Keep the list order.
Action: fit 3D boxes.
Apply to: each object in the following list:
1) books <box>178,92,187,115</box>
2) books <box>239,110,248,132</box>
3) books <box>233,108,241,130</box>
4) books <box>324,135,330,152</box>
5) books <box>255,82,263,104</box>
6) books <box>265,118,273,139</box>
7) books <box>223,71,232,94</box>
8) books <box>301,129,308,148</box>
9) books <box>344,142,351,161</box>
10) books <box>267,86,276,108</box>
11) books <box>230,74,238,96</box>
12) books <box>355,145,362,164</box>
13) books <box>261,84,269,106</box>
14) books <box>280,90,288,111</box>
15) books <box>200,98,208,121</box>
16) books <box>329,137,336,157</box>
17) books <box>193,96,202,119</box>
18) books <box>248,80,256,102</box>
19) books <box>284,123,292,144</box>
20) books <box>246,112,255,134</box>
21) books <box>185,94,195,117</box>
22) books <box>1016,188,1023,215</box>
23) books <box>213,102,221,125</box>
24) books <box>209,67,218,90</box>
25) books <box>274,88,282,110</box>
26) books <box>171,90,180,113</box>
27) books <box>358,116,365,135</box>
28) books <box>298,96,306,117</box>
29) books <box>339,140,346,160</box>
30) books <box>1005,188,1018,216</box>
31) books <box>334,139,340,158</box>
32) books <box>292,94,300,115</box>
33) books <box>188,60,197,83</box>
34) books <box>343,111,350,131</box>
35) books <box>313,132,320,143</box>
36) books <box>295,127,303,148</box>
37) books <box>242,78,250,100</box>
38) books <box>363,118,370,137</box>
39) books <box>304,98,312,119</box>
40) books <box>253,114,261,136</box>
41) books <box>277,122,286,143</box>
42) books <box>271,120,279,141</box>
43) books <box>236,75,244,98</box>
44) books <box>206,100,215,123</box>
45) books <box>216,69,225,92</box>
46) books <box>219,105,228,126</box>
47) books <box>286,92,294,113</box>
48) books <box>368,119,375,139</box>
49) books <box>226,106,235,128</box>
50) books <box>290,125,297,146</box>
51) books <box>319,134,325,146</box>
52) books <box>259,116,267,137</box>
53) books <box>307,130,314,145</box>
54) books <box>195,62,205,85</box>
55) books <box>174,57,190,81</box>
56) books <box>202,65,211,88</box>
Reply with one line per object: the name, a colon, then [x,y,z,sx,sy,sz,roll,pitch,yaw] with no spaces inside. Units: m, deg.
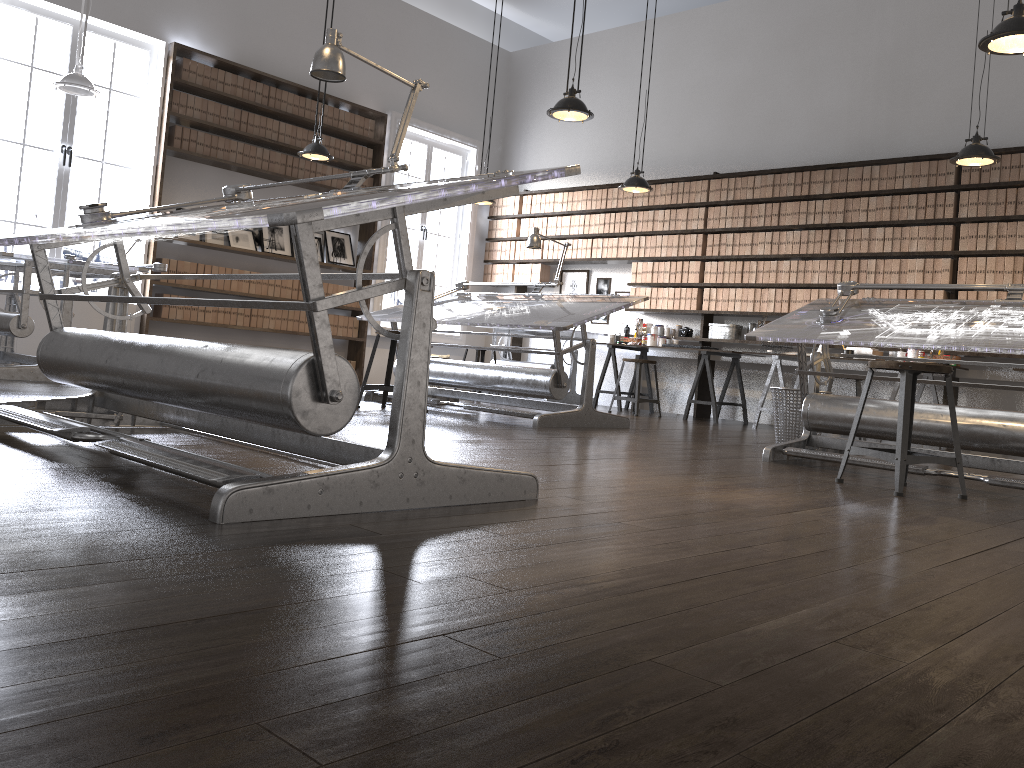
books: [-3.096,-2.580,8.220,0.175,0.226,0.066,5,-1,43]
books: [-2.668,-2.552,8.677,0.175,0.226,0.066,5,-1,43]
books: [-2.723,-2.556,8.625,0.175,0.226,0.066,5,-1,43]
books: [-2.015,-2.510,9.388,0.175,0.226,0.066,5,-1,43]
books: [-2.553,-2.864,8.781,0.175,0.226,0.066,5,-1,43]
books: [-2.481,-2.540,8.877,0.175,0.226,0.066,5,-1,43]
books: [-2.783,-2.879,8.534,0.175,0.226,0.066,5,-1,43]
books: [-2.203,-2.522,9.188,0.175,0.226,0.066,5,-1,43]
books: [-1.826,-2.498,9.588,0.175,0.226,0.066,5,-1,43]
books: [-2.454,-2.858,8.887,0.175,0.226,0.066,5,-1,43]
books: [-2.742,-2.877,8.581,0.175,0.226,0.066,5,-1,43]
books: [-1.726,-2.492,9.694,0.175,0.226,0.066,5,-1,43]
books: [-2.508,-2.862,8.836,0.175,0.226,0.066,5,-1,43]
books: [-2.358,-2.852,8.988,0.175,0.226,0.066,5,-1,43]
books: [-2.957,-2.571,8.370,0.175,0.226,0.066,5,-1,43]
books: [-1.966,-2.507,9.434,0.175,0.226,0.066,5,-1,43]
books: [-2.998,-2.574,8.323,0.175,0.226,0.066,5,-1,43]
books: [-2.604,-2.868,8.732,0.175,0.226,0.066,5,-1,43]
books: [-2.335,-2.531,9.040,0.175,0.226,0.066,5,-1,43]
books: [-2.622,-2.549,8.734,0.175,0.226,0.066,5,-1,43]
books: [-3.046,-2.577,8.269,0.175,0.226,0.066,5,-1,43]
books: [4.067,-1.429,7.028,0.067,0.226,0.174,4,-1,43]
books: [-2.867,-2.565,8.469,0.175,0.226,0.066,5,-1,43]
books: [-2.882,-2.886,8.431,0.175,0.226,0.066,5,-1,43]
books: [-2.408,-2.855,8.945,0.175,0.226,0.066,5,-1,43]
books: [-3.145,-2.583,8.170,0.175,0.226,0.066,5,-1,43]
books: [-1.703,-2.810,9.705,0.175,0.226,0.066,5,-1,43]
books: [-2.219,-2.843,9.147,0.175,0.226,0.066,5,-1,43]
books: [-1.877,-2.501,9.539,0.175,0.226,0.066,5,-1,43]
books: [4.009,-1.435,7.075,0.067,0.226,0.174,4,-1,43]
books: [-1.925,-2.505,9.487,0.175,0.226,0.066,5,-1,43]
books: [-2.267,-2.846,9.097,0.175,0.226,0.066,5,-1,43]
books: [-3.021,-2.895,8.272,0.175,0.226,0.066,5,-1,43]
books: [-1.835,-2.818,9.559,0.175,0.226,0.066,5,-1,43]
books: [-2.104,-2.516,9.287,0.175,0.226,0.066,5,-1,43]
books: [-2.245,-2.525,9.133,0.175,0.226,0.066,5,-1,43]
books: [-2.652,-2.871,8.680,0.175,0.226,0.066,5,-1,43]
books: [-1.655,-2.807,9.757,0.175,0.226,0.066,5,-1,43]
books: [-2.167,-2.840,9.201,0.175,0.226,0.066,5,-1,43]
books: [-2.576,-2.547,8.781,0.175,0.226,0.066,5,-1,43]
books: [-2.383,-2.534,8.985,0.175,0.226,0.066,5,-1,43]
books: [-2.434,-2.537,8.932,0.175,0.226,0.066,5,-1,43]
books: [-2.693,-2.873,8.626,0.175,0.226,0.066,5,-1,43]
books: [-2.908,-2.568,8.416,0.175,0.226,0.066,5,-1,43]
books: [-2.831,-2.882,8.479,0.175,0.226,0.066,5,-1,43]
books: [-2.819,-2.562,8.521,0.175,0.226,0.066,5,-1,43]
books: [-2.312,-2.849,9.044,0.175,0.226,0.066,5,-1,43]
books: [-1.604,-2.803,9.806,0.175,0.226,0.066,5,-1,43]
books: [-2.768,-2.559,8.570,0.175,0.226,0.066,5,-1,43]
books: [-2.294,-2.528,9.087,0.175,0.226,0.066,5,-1,43]
books: [-2.056,-2.513,9.341,0.175,0.226,0.066,5,-1,43]
books: [-2.530,-2.543,8.824,0.175,0.226,0.066,5,-1,43]
books: [-2.154,-2.519,9.238,0.175,0.226,0.066,5,-1,43]
books: [-2.975,-2.892,8.327,0.175,0.226,0.066,5,-1,43]
books: [-3.070,-2.898,8.219,0.175,0.226,0.066,5,-1,43]
books: [-2.930,-2.889,8.381,0.175,0.226,0.066,5,-1,43]
